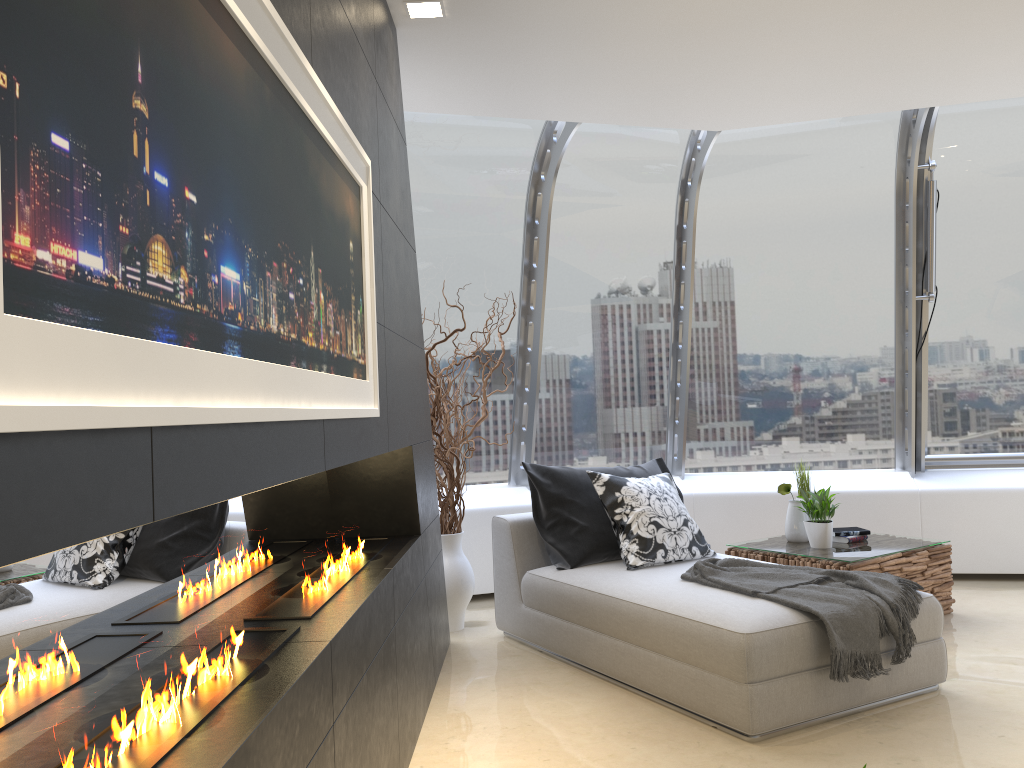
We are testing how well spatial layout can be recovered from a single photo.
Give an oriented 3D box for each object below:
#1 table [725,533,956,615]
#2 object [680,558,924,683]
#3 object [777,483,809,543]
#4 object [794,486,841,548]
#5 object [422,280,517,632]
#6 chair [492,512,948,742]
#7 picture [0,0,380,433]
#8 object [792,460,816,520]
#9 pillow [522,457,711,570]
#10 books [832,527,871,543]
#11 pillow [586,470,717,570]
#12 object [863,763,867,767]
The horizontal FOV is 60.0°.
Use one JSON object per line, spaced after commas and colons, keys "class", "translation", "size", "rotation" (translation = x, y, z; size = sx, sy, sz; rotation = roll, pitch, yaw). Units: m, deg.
{"class": "table", "translation": [1.951, 1.167, 5.301], "size": [1.007, 0.436, 0.923], "rotation": [-1, -2, -34]}
{"class": "object", "translation": [1.343, 0.985, 4.009], "size": [0.825, 0.359, 1.024], "rotation": [-1, -2, -30]}
{"class": "object", "translation": [1.691, 0.778, 5.375], "size": [0.297, 0.370, 0.152], "rotation": [-1, -2, -44]}
{"class": "object", "translation": [1.793, 0.771, 5.183], "size": [0.284, 0.369, 0.215], "rotation": [-3, -2, 34]}
{"class": "object", "translation": [-0.636, 0.442, 5.249], "size": [1.370, 2.059, 1.508], "rotation": [-2, -2, 2]}
{"class": "chair", "translation": [0.896, 1.047, 4.491], "size": [1.176, 0.690, 2.068], "rotation": [-1, -2, -29]}
{"class": "picture", "translation": [-0.458, -0.330, 1.740], "size": [0.025, 0.804, 2.068], "rotation": [-2, -2, 1]}
{"class": "object", "translation": [1.831, 0.708, 5.568], "size": [0.153, 0.511, 0.150], "rotation": [-1, -2, -30]}
{"class": "pillow", "translation": [0.597, 0.714, 5.067], "size": [1.070, 0.597, 0.510], "rotation": [-1, -2, -29]}
{"class": "books", "translation": [2.029, 0.918, 5.386], "size": [0.265, 0.063, 0.246], "rotation": [-2, -2, -12]}
{"class": "pillow", "translation": [0.768, 0.717, 4.816], "size": [0.683, 0.528, 0.431], "rotation": [-1, -2, -34]}
{"class": "object", "translation": [0.649, 0.938, 1.716], "size": [0.284, 0.369, 0.215], "rotation": [-2, -2, -21]}
